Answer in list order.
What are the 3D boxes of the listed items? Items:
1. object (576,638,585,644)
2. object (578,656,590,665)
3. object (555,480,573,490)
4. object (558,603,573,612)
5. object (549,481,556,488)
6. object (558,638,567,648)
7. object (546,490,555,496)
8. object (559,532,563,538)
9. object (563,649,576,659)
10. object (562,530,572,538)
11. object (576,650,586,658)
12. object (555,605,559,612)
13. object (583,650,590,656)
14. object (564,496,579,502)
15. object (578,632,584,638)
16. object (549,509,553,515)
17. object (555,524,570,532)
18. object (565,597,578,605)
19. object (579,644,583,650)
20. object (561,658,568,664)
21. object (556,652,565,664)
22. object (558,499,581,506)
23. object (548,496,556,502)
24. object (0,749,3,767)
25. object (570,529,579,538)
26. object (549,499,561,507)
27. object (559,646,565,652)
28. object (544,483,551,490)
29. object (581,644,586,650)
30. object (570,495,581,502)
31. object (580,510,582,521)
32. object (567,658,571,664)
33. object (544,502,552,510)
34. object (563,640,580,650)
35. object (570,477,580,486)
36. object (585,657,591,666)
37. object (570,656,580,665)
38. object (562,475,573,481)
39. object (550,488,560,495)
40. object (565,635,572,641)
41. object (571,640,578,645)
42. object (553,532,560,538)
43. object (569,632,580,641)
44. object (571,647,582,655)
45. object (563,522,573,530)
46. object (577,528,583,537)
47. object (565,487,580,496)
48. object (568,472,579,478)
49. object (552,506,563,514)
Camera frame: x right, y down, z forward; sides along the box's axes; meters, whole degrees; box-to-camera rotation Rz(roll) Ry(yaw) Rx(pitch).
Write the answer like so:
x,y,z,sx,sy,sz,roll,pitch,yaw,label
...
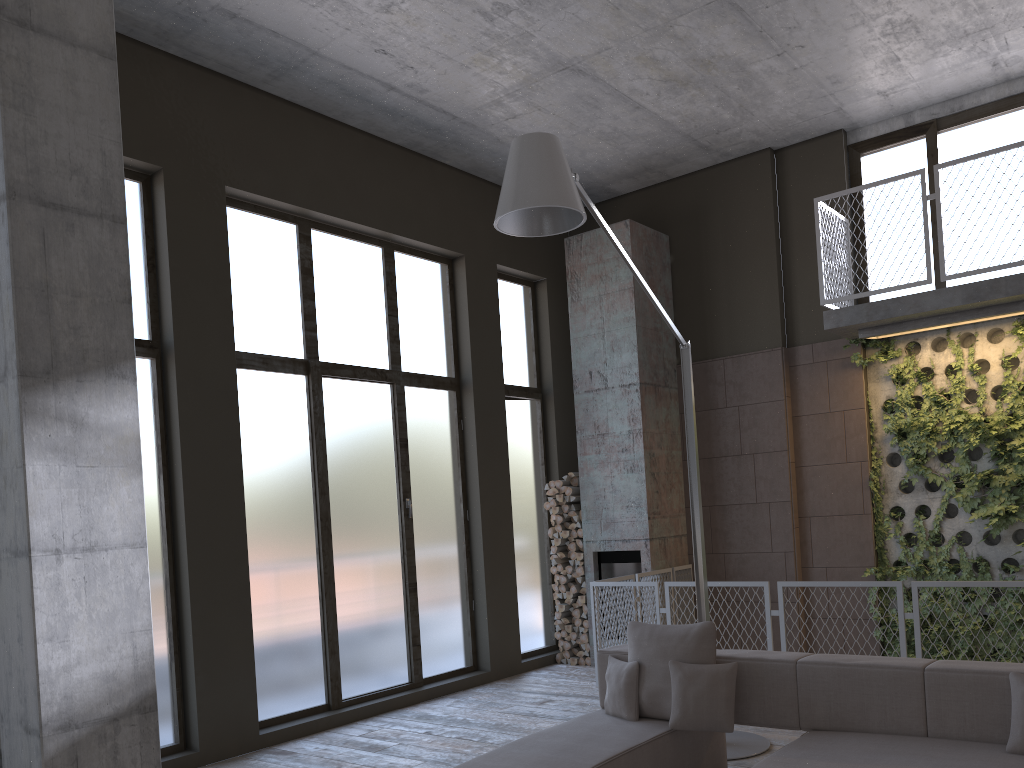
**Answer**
x,y,z,sx,sy,sz,roll,pitch,yaw,label
0.846,2.767,9.528,0.123,0.067,0.364,-9,-10,39,object
0.885,2.986,9.549,0.091,0.089,0.456,-7,-9,37,object
0.592,1.095,9.538,0.104,0.102,0.292,-7,-8,37,object
0.681,2.430,9.605,0.094,0.083,0.480,-7,-9,37,object
0.573,1.108,9.661,0.091,0.090,0.456,-7,-8,36,object
0.639,2.844,9.685,0.101,0.102,0.293,-7,-8,39,object
0.534,1.200,9.694,0.123,0.068,0.364,-9,-10,39,object
0.665,1.651,9.635,0.068,0.067,0.423,-7,-9,37,object
0.721,2.945,9.664,0.093,0.093,0.438,-7,-8,37,object
0.722,1.630,9.586,0.094,0.083,0.480,-7,-9,37,object
0.870,2.917,9.564,0.116,0.079,0.436,-8,-9,37,object
0.624,2.451,9.654,0.068,0.067,0.423,-7,-9,37,object
0.917,2.880,9.501,0.072,0.072,0.423,-7,-9,37,object
0.715,1.245,9.533,0.068,0.066,0.423,-7,-9,37,object
0.862,2.703,9.546,0.068,0.071,0.424,-7,-8,37,object
0.556,1.396,9.655,0.068,0.067,0.423,-7,-9,37,object
0.635,1.578,9.664,0.093,0.093,0.438,-7,-8,37,object
0.743,2.349,9.582,0.116,0.079,0.436,-8,-9,37,object
0.860,2.857,9.626,0.104,0.101,0.292,-7,-8,37,object
0.688,3.028,9.687,0.068,0.067,0.423,-7,-9,37,object
0.613,3.006,9.698,0.064,0.124,0.364,-5,-7,37,object
0.676,1.295,9.583,0.116,0.079,0.436,-8,-9,37,object
0.541,1.270,9.677,0.066,0.086,0.426,-6,-8,36,object
-2.422,1.134,4.159,1.001,1.855,0.972,-4,-2,5,object
0.799,1.619,9.549,0.091,0.089,0.456,-7,-9,37,object
0.579,1.302,9.622,0.091,0.089,0.456,-7,-9,37,object
0.604,2.883,9.609,0.045,0.072,0.251,-5,-7,37,object
0.507,1.130,9.678,0.068,0.068,0.424,-7,-9,37,object
0.885,2.829,9.515,0.067,0.084,0.426,-6,-8,36,object
0.778,1.233,9.482,0.067,0.067,0.423,-7,-9,37,object
0.854,1.416,9.477,0.064,0.125,0.364,-5,-7,37,object
0.751,3.018,9.636,0.068,0.067,0.423,-7,-9,37,object
0.515,1.339,9.680,0.092,0.092,0.438,-7,-8,37,object
0.686,2.837,9.592,0.099,0.106,0.294,-7,-8,39,object
0.763,1.070,9.572,0.100,0.107,0.294,-7,-8,39,object
0.950,2.966,9.492,0.092,0.091,0.438,-7,-8,37,object
0.808,2.997,9.587,0.094,0.083,0.480,-7,-9,37,object
0.676,1.035,9.568,0.065,0.073,0.360,-6,-8,36,object
0.587,1.172,9.603,0.114,0.079,0.436,-8,-9,37,object
0.705,2.763,9.612,0.089,0.056,0.333,-8,-9,37,object
0.770,2.795,9.594,0.065,0.074,0.360,-6,-8,36,object
0.602,1.661,9.686,0.068,0.067,0.423,-7,-9,37,object
0.790,2.721,9.567,0.091,0.089,0.456,-7,-9,36,object
0.797,2.920,9.636,0.102,0.086,0.363,-7,-9,37,object
0.711,1.553,9.635,0.102,0.086,0.363,-7,-9,37,object
0.864,1.599,9.491,0.092,0.091,0.438,-7,-8,37,object
0.737,1.160,9.503,0.094,0.092,0.438,-7,-8,37,object
0.738,0.991,9.550,0.088,0.055,0.333,-8,-9,37,object
0.613,1.375,9.606,0.094,0.083,0.480,-7,-9,37,object
